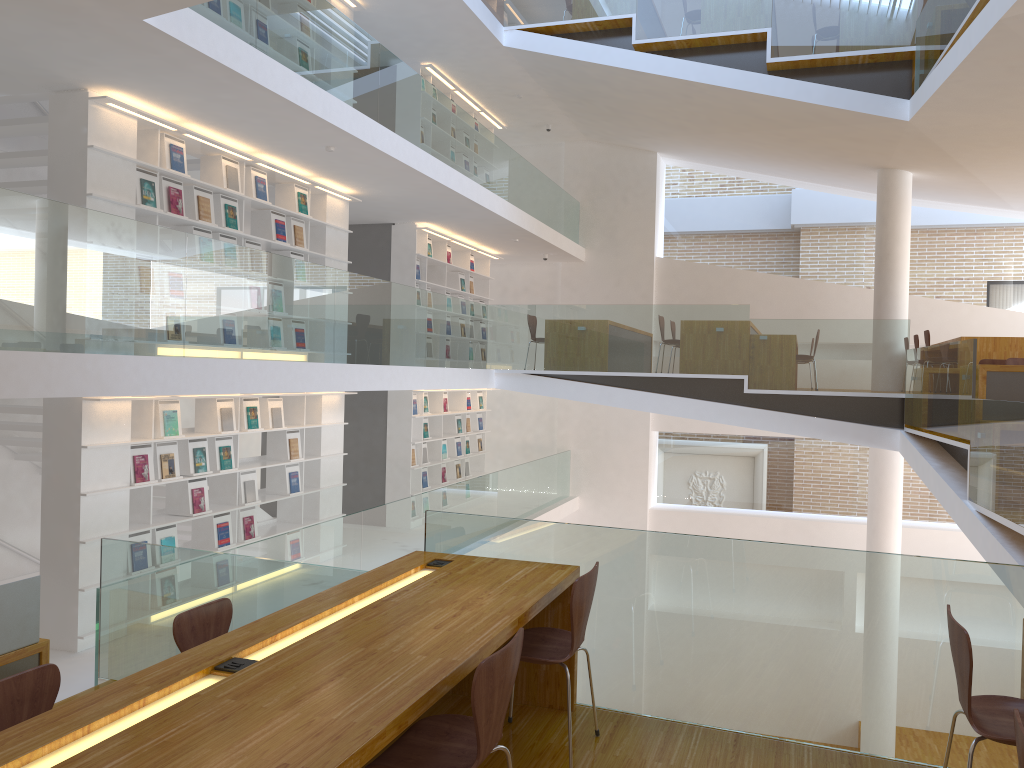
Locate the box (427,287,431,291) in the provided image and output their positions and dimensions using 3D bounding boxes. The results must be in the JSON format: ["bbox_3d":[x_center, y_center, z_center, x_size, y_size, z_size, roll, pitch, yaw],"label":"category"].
[{"bbox_3d":[-1.207,-1.146,11.804,0.274,0.296,0.245,2,1,18],"label":"box"}]

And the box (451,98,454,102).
[{"bbox_3d":[-0.925,-3.852,12.416,0.274,0.296,0.245,2,1,18],"label":"box"}]

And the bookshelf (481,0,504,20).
[{"bbox_3d":[-0.751,-5.192,12.616,0.498,1.836,2.984,2,1,18],"label":"bookshelf"}]

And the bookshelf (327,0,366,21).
[{"bbox_3d":[-2.388,-3.165,7.830,0.498,1.836,3.666,2,1,18],"label":"bookshelf"}]

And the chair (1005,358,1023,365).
[{"bbox_3d":[4.317,0.128,7.318,0.428,0.693,0.381,2,1,18],"label":"chair"}]

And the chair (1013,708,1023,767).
[{"bbox_3d":[1.225,1.071,1.769,0.381,0.693,0.428,2,1,18],"label":"chair"}]

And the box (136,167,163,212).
[{"bbox_3d":[-2.819,-1.460,6.680,0.274,0.296,0.245,2,1,18],"label":"box"}]

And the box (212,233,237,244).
[{"bbox_3d":[-2.513,-1.132,7.636,0.274,0.296,0.245,2,1,18],"label":"box"}]

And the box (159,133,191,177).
[{"bbox_3d":[-2.715,-1.788,6.965,0.274,0.296,0.245,2,1,18],"label":"box"}]

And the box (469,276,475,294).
[{"bbox_3d":[-0.699,-1.479,13.318,0.274,0.296,0.245,2,1,18],"label":"box"}]

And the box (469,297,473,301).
[{"bbox_3d":[-0.711,-1.150,13.313,0.274,0.296,0.245,2,1,18],"label":"box"}]

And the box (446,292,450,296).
[{"bbox_3d":[-0.989,-1.148,12.468,0.274,0.296,0.245,2,1,18],"label":"box"}]

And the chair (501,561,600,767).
[{"bbox_3d":[0.109,1.025,3.332,0.381,0.693,0.428,2,1,18],"label":"chair"}]

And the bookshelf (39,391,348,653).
[{"bbox_3d":[-2.540,0.940,7.891,0.397,1.836,3.666,2,1,18],"label":"bookshelf"}]

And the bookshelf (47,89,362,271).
[{"bbox_3d":[-2.440,-1.119,7.852,0.498,1.836,3.666,2,1,18],"label":"bookshelf"}]

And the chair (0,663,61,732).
[{"bbox_3d":[-1.478,1.306,2.832,0.381,0.693,0.428,2,1,18],"label":"chair"}]

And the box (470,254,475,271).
[{"bbox_3d":[-0.691,-1.806,13.315,0.274,0.296,0.245,2,1,18],"label":"box"}]

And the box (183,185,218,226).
[{"bbox_3d":[-2.612,-1.460,7.309,0.274,0.296,0.245,2,1,18],"label":"box"}]

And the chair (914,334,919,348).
[{"bbox_3d":[4.986,-0.235,10.564,0.381,0.693,0.428,2,1,18],"label":"chair"}]

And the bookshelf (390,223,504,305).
[{"bbox_3d":[-0.853,-1.132,12.660,0.498,1.836,2.984,2,1,18],"label":"bookshelf"}]

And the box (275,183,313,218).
[{"bbox_3d":[-2.140,-1.793,8.712,0.274,0.296,0.245,2,1,18],"label":"box"}]

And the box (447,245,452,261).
[{"bbox_3d":[-0.977,-1.806,12.439,0.274,0.296,0.245,2,1,18],"label":"box"}]

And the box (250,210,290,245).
[{"bbox_3d":[-2.270,-1.466,8.347,0.274,0.296,0.245,2,1,18],"label":"box"}]

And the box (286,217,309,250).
[{"bbox_3d":[-2.164,-1.464,8.670,0.274,0.296,0.245,2,1,18],"label":"box"}]

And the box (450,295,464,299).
[{"bbox_3d":[-0.821,-1.149,12.978,0.274,0.296,0.245,2,1,18],"label":"box"}]

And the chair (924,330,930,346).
[{"bbox_3d":[4.682,-0.232,9.641,0.381,0.693,0.428,2,1,18],"label":"chair"}]

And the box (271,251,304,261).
[{"bbox_3d":[-2.172,-1.136,8.675,0.274,0.296,0.245,2,1,18],"label":"box"}]

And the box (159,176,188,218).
[{"bbox_3d":[-2.735,-1.460,6.973,0.274,0.296,0.245,2,1,18],"label":"box"}]

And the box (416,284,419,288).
[{"bbox_3d":[-1.325,-1.145,11.447,0.274,0.296,0.245,2,1,18],"label":"box"}]

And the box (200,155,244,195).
[{"bbox_3d":[-2.493,-1.790,7.640,0.274,0.296,0.245,2,1,18],"label":"box"}]

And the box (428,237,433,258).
[{"bbox_3d":[-1.191,-1.802,11.795,0.274,0.296,0.245,2,1,18],"label":"box"}]

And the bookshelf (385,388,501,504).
[{"bbox_3d":[-0.906,0.928,12.683,0.498,1.836,2.984,2,1,18],"label":"bookshelf"}]

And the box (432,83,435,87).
[{"bbox_3d":[-1.140,-3.848,11.773,0.274,0.296,0.245,2,1,18],"label":"box"}]

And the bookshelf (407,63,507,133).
[{"bbox_3d":[-0.802,-3.178,12.638,0.498,1.836,2.984,2,1,18],"label":"bookshelf"}]

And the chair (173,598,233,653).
[{"bbox_3d":[-1.174,1.303,3.755,0.381,0.693,0.428,2,1,18],"label":"chair"}]

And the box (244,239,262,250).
[{"bbox_3d":[-2.398,-1.134,7.987,0.274,0.296,0.245,2,1,18],"label":"box"}]

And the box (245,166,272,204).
[{"bbox_3d":[-2.363,-1.791,8.037,0.274,0.296,0.245,2,1,18],"label":"box"}]

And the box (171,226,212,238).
[{"bbox_3d":[-2.619,-1.132,7.314,0.274,0.296,0.245,2,1,18],"label":"box"}]

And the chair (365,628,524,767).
[{"bbox_3d":[-0.195,1.028,2.409,0.381,0.693,0.428,2,1,18],"label":"chair"}]

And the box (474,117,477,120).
[{"bbox_3d":[-0.639,-3.852,13.292,0.274,0.296,0.245,2,1,18],"label":"box"}]

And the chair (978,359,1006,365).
[{"bbox_3d":[4.489,0.122,8.194,0.428,0.693,0.381,2,1,18],"label":"chair"}]

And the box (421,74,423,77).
[{"bbox_3d":[-1.264,-3.847,11.396,0.274,0.296,0.245,2,1,18],"label":"box"}]

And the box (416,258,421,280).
[{"bbox_3d":[-1.319,-1.474,11.437,0.274,0.296,0.245,2,1,18],"label":"box"}]

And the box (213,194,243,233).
[{"bbox_3d":[-2.504,-1.461,7.637,0.274,0.296,0.245,2,1,18],"label":"box"}]

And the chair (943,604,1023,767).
[{"bbox_3d":[1.528,1.068,2.692,0.381,0.693,0.428,2,1,18],"label":"chair"}]

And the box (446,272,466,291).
[{"bbox_3d":[-0.813,-1.477,12.975,0.274,0.296,0.245,2,1,18],"label":"box"}]
